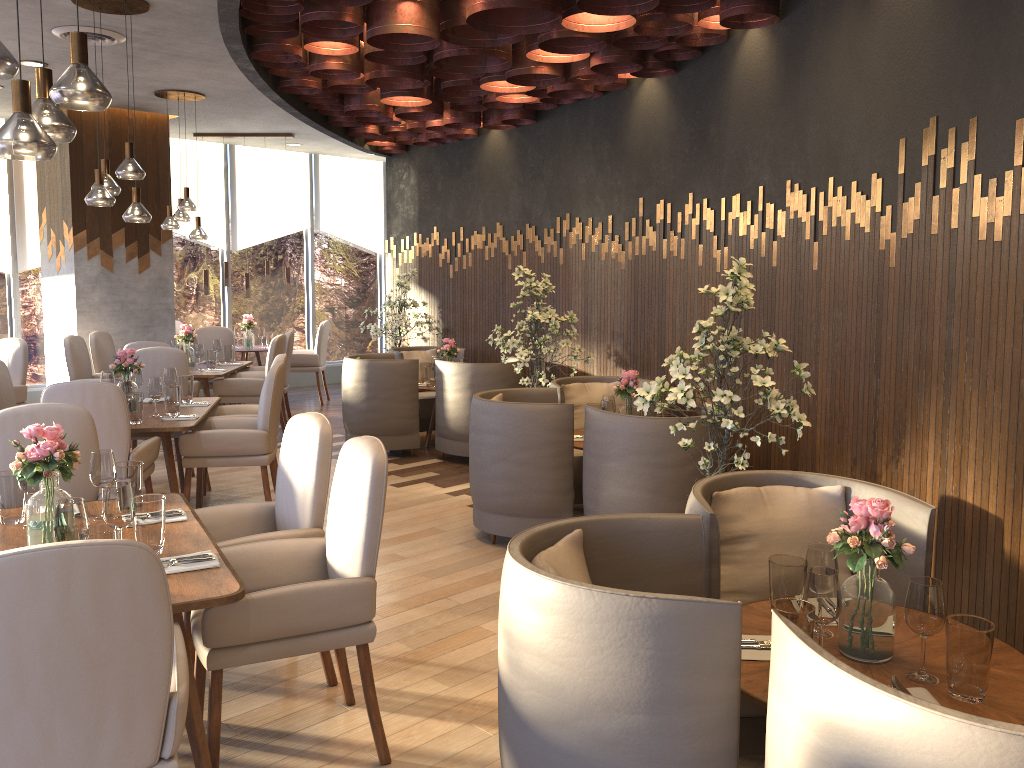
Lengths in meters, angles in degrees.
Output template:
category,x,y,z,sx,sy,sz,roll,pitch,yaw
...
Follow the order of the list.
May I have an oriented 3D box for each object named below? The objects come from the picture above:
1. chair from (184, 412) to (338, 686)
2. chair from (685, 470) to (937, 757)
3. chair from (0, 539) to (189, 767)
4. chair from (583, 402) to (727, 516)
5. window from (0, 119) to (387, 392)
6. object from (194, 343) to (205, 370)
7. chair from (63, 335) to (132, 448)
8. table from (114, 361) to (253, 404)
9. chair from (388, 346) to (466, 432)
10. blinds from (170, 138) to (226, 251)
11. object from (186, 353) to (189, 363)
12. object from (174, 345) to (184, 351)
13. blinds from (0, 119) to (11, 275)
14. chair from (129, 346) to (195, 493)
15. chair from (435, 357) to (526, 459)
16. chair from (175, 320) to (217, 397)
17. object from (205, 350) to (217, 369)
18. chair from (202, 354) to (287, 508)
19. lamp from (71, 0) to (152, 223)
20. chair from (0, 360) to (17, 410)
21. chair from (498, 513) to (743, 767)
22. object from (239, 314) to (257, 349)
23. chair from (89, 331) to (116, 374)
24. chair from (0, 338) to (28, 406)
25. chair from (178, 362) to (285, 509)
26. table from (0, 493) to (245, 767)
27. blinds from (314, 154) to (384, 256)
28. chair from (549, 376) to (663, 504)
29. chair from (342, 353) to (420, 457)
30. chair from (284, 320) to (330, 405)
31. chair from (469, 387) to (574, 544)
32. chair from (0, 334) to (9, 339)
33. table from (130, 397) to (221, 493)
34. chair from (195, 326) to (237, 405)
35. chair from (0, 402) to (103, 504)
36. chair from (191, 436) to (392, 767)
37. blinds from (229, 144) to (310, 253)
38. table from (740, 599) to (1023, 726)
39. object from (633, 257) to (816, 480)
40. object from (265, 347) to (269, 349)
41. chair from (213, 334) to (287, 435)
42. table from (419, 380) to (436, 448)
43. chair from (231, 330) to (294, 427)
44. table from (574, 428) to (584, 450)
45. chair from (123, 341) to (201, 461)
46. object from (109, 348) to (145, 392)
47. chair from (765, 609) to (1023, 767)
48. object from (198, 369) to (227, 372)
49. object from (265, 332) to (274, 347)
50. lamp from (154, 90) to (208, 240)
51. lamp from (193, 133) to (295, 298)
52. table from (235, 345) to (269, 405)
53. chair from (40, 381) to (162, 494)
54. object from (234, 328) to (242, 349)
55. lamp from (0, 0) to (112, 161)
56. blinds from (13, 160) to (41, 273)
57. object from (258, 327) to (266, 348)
category,x,y,z,sx,sy,sz,roll,pitch,yaw
chair,-0.994,0.629,3.339,0.600,0.997,0.529,-4,7,-33
chair,0.913,0.758,2.960,0.774,0.835,0.597,0,6,-5
chair,-1.030,0.784,2.064,0.528,0.997,0.601,-3,6,-25
chair,0.790,0.549,4.676,0.774,0.835,0.597,-1,6,-10
window,-5.050,-1.068,6.128,8.060,3.189,16.174,0,7,0
object,-2.877,-0.250,8.158,0.092,0.244,0.092,5,7,41
chair,-3.704,0.052,8.058,0.600,0.997,0.530,-1,6,-7
table,-3.070,0.176,8.407,0.964,0.664,1.311,0,7,-4
chair,-0.886,0.071,8.590,0.775,0.835,0.596,-4,7,-35
blinds,-4.082,-2.989,10.846,1.175,2.673,0.007,-5,7,-45
object,-2.941,-0.188,7.922,0.102,0.178,0.102,3,6,26
object,-3.007,-0.231,8.006,0.092,0.244,0.092,-5,7,-42
blinds,-5.864,-2.468,9.112,1.175,2.673,0.007,-5,7,-45
chair,-2.596,0.247,6.461,0.528,0.997,0.601,-1,6,-14
chair,-0.207,0.218,7.393,0.775,0.835,0.597,-3,7,-30
chair,-3.790,-0.268,10.690,0.600,0.997,0.530,0,6,-2
object,-2.791,-0.225,8.228,0.102,0.178,0.102,4,7,35
chair,-1.834,0.299,6.046,0.600,0.997,0.530,-2,6,-16
lamp,-2.450,-1.673,5.469,0.440,1.322,0.440,-4,7,-39
chair,-3.125,0.328,5.795,0.600,0.997,0.530,-1,6,-9
chair,0.261,0.836,2.314,0.595,0.835,0.776,1,6,5
object,-3.141,-0.625,10.570,0.210,0.414,0.198,2,6,23
chair,-3.739,-0.017,8.620,0.600,0.997,0.530,0,6,-1
chair,-4.398,0.130,7.407,0.528,0.997,0.601,2,6,22
chair,-1.707,0.366,5.493,0.600,0.997,0.530,-1,6,-9
table,-1.451,0.860,2.804,0.965,0.664,1.310,-3,7,-28
blinds,-2.311,-3.178,12.601,1.175,2.673,0.007,-5,7,-45
chair,0.574,0.390,5.981,0.774,0.835,0.597,-2,6,-15
chair,-1.175,0.178,7.709,0.595,0.835,0.776,-3,7,-25
chair,-2.504,-0.269,10.708,0.600,0.997,0.530,0,6,-2
chair,0.044,0.481,5.232,0.595,0.835,0.777,0,6,-5
chair,-4.973,0.040,8.143,0.600,0.997,0.530,0,6,2
table,-2.428,0.511,5.666,0.965,0.664,1.311,-1,7,-11
chair,-3.133,-0.086,9.201,0.528,0.997,0.601,-1,6,-7
chair,-1.837,0.606,3.521,0.528,0.997,0.601,-3,6,-31
chair,-0.711,0.689,2.847,0.600,0.997,0.529,-3,6,-25
blinds,-3.197,-3.072,11.724,1.175,2.673,0.007,-5,7,-45
table,0.907,0.976,2.306,0.834,0.560,0.836,-1,6,-6
object,0.914,0.261,3.831,0.747,1.612,0.790,2,6,22
object,-2.890,-0.440,10.683,0.255,0.019,0.158,-1,7,-6
chair,-2.381,0.043,8.144,0.600,0.997,0.530,0,6,-1
table,-0.567,0.278,8.031,0.835,0.560,0.835,5,8,38
chair,-2.437,-0.025,8.708,0.600,0.997,0.530,-1,6,-9
table,0.684,0.606,5.348,0.834,0.560,0.836,0,6,-2
chair,-2.992,0.113,7.559,0.528,0.997,0.601,0,6,-2
object,-2.443,-0.022,5.617,0.210,0.414,0.198,0,5,3
chair,0.898,0.919,1.637,0.774,0.835,0.597,0,6,0
object,-2.739,-0.127,8.078,0.255,0.019,0.158,0,7,-1
object,-2.957,-0.538,10.827,0.102,0.178,0.102,3,6,30
lamp,-3.064,-2.010,8.236,0.440,1.322,0.440,3,6,30
lamp,-3.160,-1.987,10.536,1.161,1.926,0.118,0,5,0
table,-3.178,-0.106,10.741,0.835,0.660,0.835,5,8,36
chair,-2.240,0.445,4.836,0.528,0.997,0.601,-1,6,-9
object,-3.293,-0.549,10.642,0.092,0.244,0.092,-2,6,-22
lamp,-1.434,-1.325,2.623,0.439,1.322,0.440,0,5,-6
blinds,-4.979,-2.591,9.986,1.175,2.673,0.007,-5,7,-45
object,-3.036,-0.561,10.750,0.092,0.244,0.092,4,7,36
